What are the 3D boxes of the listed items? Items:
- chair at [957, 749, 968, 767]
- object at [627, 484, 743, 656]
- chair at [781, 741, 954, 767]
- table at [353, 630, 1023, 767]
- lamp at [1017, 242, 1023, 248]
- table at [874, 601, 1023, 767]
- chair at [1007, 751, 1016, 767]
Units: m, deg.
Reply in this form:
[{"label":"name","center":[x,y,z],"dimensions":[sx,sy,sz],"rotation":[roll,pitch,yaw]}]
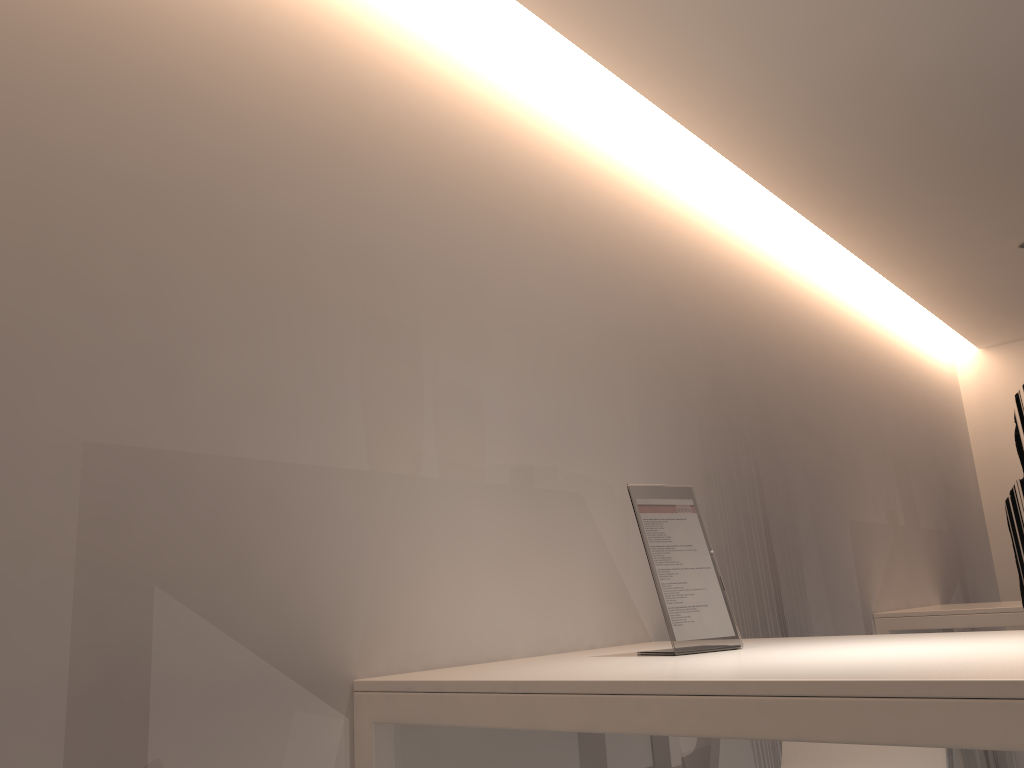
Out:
[{"label":"chair","center":[1.767,1.463,3.127],"dimensions":[0.408,0.878,0.526],"rotation":[-15,-18,38]},{"label":"object","center":[0.336,0.360,1.760],"dimensions":[0.171,0.332,0.115],"rotation":[5,-17,-30]},{"label":"chair","center":[0.750,1.221,1.929],"dimensions":[0.408,0.878,0.526],"rotation":[-15,-18,38]},{"label":"table","center":[0.652,0.962,1.318],"dimensions":[1.499,1.089,0.999],"rotation":[-15,-18,38]},{"label":"lamp","center":[2.258,-0.611,3.867],"dimensions":[0.095,0.006,0.094],"rotation":[-15,-18,38]},{"label":"table","center":[2.382,1.374,3.360],"dimensions":[1.499,1.089,0.999],"rotation":[-15,-18,38]},{"label":"chair","center":[2.480,1.634,3.970],"dimensions":[0.408,0.878,0.526],"rotation":[-15,-18,38]}]
